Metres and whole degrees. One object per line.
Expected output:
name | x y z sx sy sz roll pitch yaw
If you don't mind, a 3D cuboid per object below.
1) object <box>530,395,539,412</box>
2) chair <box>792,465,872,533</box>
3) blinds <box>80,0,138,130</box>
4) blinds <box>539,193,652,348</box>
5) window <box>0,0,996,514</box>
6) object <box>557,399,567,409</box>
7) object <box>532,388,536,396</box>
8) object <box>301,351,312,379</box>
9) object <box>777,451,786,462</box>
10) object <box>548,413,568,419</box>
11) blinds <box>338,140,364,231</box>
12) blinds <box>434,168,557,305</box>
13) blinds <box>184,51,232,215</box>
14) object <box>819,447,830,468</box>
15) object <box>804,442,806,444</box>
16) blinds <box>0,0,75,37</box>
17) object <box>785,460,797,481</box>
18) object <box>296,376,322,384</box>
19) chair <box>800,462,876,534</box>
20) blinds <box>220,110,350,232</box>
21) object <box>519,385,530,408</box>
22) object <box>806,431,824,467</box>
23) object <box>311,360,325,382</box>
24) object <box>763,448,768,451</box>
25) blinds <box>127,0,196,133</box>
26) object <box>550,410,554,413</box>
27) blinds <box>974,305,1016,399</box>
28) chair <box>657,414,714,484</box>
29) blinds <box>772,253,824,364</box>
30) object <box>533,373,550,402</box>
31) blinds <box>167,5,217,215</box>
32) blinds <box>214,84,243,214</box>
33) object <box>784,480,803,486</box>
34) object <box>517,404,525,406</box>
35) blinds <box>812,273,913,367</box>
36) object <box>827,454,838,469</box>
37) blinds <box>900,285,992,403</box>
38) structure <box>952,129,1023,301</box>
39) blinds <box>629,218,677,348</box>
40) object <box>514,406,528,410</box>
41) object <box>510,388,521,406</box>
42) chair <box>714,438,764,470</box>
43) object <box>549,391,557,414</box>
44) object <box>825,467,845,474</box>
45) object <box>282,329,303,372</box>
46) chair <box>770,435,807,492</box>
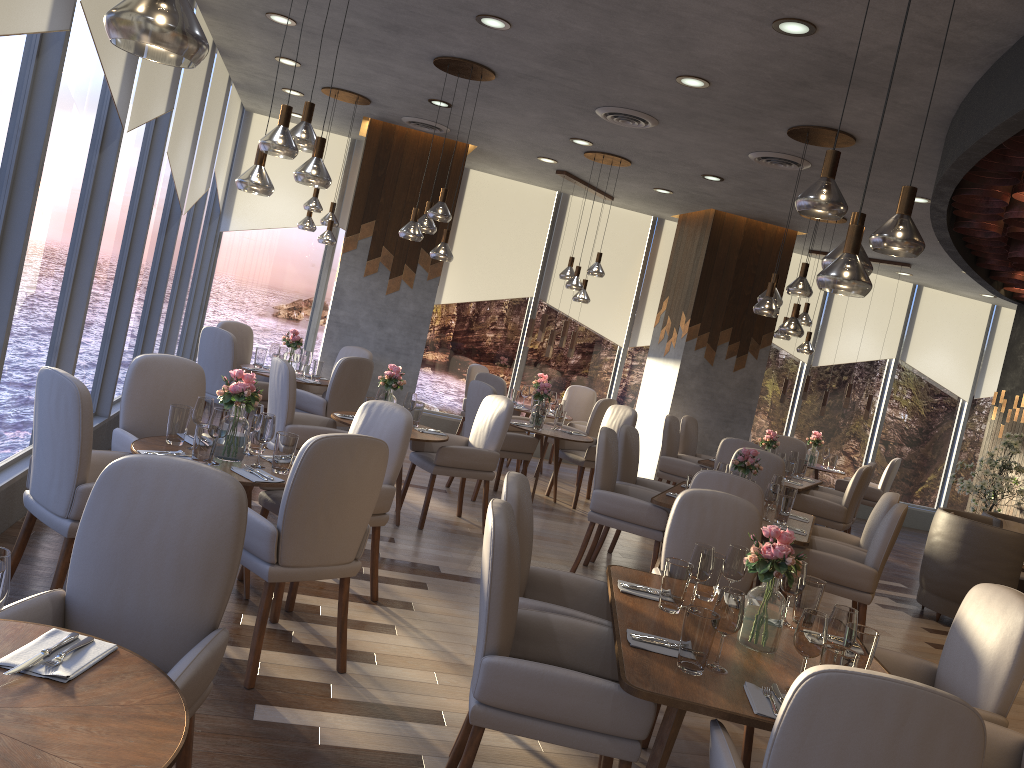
object | 0.253 0.214 9.514 0.102 0.178 0.102 11 3 -32
chair | 2.834 1.149 8.035 0.602 0.999 0.527 14 3 30
blinds | -1.763 -2.661 4.342 0.007 2.678 1.176 12 2 -13
blinds | 1.102 -1.866 10.803 1.171 2.678 0.007 12 2 -13
window | -0.072 -0.861 7.793 8.089 3.195 16.087 15 4 32
object | 0.534 0.260 9.752 0.102 0.178 0.102 12 3 -10
object | 0.252 0.173 9.622 0.092 0.244 0.092 11 3 -39
object | -1.838 -0.172 7.899 0.092 0.244 0.092 11 3 -32
object | 2.509 0.760 8.322 0.092 0.244 0.092 12 2 -17
object | 0.470 0.338 9.595 0.256 0.019 0.157 15 5 34
blinds | -1.217 -2.640 10.243 1.171 2.678 0.007 12 2 -13
blinds | -0.087 -2.118 10.528 1.171 2.678 0.007 12 2 -13
blinds | -2.607 -2.798 8.017 0.007 2.678 1.176 12 2 -13
object | 3.743 0.880 10.610 0.092 0.244 0.092 12 2 -22
object | 3.475 0.817 10.654 0.092 0.244 0.092 13 2 10
blinds | -1.536 -2.378 3.131 0.007 2.678 1.176 12 2 -13
object | 2.608 0.815 8.335 0.102 0.178 0.102 11 3 -23
object | -1.802 -0.038 7.749 0.256 0.019 0.157 15 5 33
chair | 3.085 1.169 8.544 0.601 0.999 0.527 14 3 23
blinds | -2.409 -2.886 9.968 1.171 2.678 0.007 12 2 -13
object | 0.141 0.137 9.791 0.092 0.244 0.092 11 3 -35
object | 3.585 0.763 10.516 0.197 0.415 0.211 11 3 -35
object | -1.739 -0.116 7.906 0.102 0.178 0.102 10 3 -41
object | 2.322 0.723 8.262 0.092 0.244 0.092 12 2 -10
blinds | -2.025 -2.804 5.573 0.007 2.678 1.176 12 2 -13
object | 0.437 0.304 9.986 0.158 0.019 0.254 15 5 37
blinds | 7.146 -0.983 12.166 1.171 2.678 0.007 12 2 -13
chair | 1.700 0.854 8.664 0.601 0.999 0.527 14 3 25
blinds | 3.564 -1.676 11.344 1.171 2.678 0.007 12 2 -13
object | 0.308 0.086 9.792 0.210 0.415 0.198 13 2 0
blinds | -2.348 -2.656 6.800 0.007 2.678 1.176 12 2 -13
blinds | -2.824 -3.126 9.227 0.007 2.678 1.176 12 2 -13
object | 2.551 0.895 8.176 0.256 0.019 0.157 15 4 31
object | 0.047 0.220 9.944 0.256 0.019 0.157 15 4 30
blinds | 4.750 -1.409 11.619 1.171 2.678 0.007 12 2 -13
object | 3.841 0.933 10.632 0.102 0.178 0.102 11 3 -28
blinds | 5.940 -1.164 11.894 1.171 2.678 0.007 12 2 -13
structure | 3.710 -1.021 4.215 2.760 0.556 9.448 14 4 17
blinds | 2.295 -1.638 11.076 1.171 2.678 0.007 12 2 -13
object | 0.079 0.254 9.558 0.158 0.019 0.254 15 5 31
object | 0.028 0.146 9.779 0.102 0.178 0.102 14 3 26
chair | 2.022 0.981 7.862 0.530 0.999 0.598 14 3 30
object | 0.434 0.205 9.745 0.092 0.244 0.092 14 3 36
object | 3.799 1.017 10.470 0.256 0.019 0.157 14 4 26
object | -1.977 -0.291 7.913 0.198 0.415 0.210 14 3 24
chair | 2.772 1.045 9.333 0.530 0.999 0.599 14 3 25
